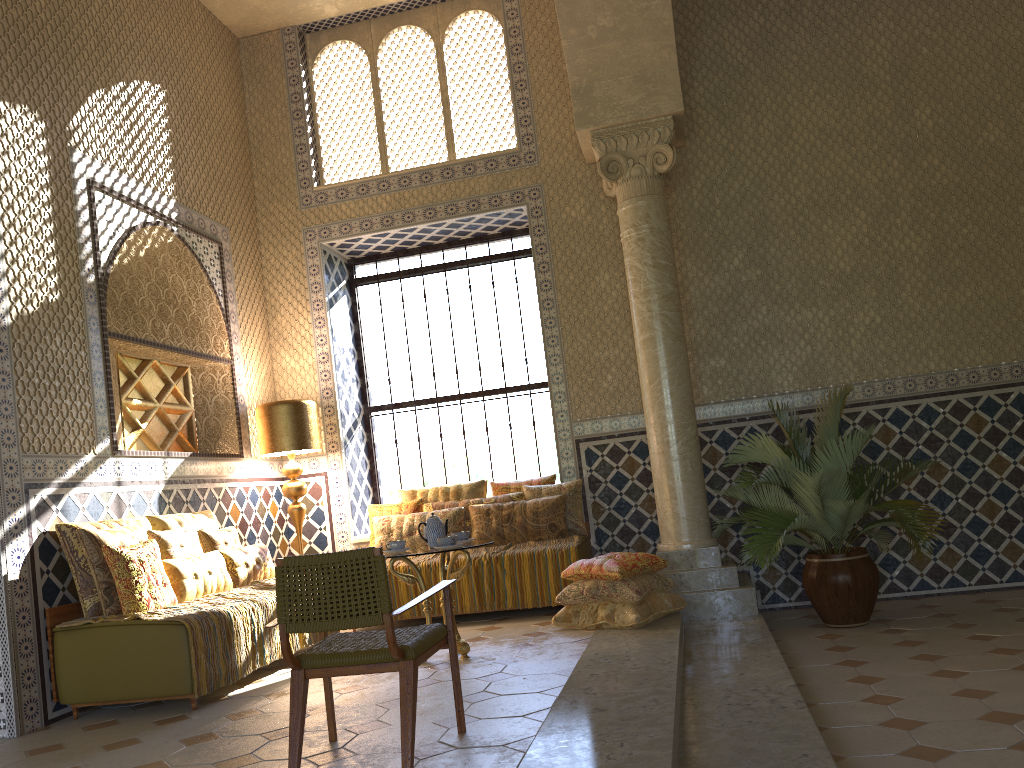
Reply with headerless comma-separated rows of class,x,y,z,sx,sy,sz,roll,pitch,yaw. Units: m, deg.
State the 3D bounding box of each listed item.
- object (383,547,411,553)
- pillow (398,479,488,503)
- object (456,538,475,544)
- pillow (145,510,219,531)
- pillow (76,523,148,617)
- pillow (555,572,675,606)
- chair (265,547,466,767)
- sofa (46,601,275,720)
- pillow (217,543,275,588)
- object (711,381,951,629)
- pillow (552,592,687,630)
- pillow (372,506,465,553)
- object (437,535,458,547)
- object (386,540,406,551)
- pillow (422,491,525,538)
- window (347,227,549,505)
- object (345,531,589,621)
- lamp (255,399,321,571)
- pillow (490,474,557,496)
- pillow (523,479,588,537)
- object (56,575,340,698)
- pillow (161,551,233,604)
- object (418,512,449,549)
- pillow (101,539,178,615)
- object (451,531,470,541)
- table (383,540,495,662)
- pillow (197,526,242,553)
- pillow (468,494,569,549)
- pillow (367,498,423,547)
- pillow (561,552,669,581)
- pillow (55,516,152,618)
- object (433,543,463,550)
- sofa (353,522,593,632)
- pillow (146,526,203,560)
object,-1.049,1.519,8.066,0.255,0.032,0.257,-6,-7,-10
pillow,-0.865,1.668,11.094,1.194,0.829,0.423,-8,-4,11
object,-0.475,1.479,8.313,0.255,0.032,0.257,-6,-7,-10
pillow,-3.264,1.716,9.072,0.423,0.829,1.196,-8,-6,11
pillow,-3.342,1.597,7.640,0.384,0.777,0.836,-8,-5,11
pillow,1.033,2.053,8.842,0.935,0.346,0.881,-11,-7,31
chair,-0.857,1.542,5.140,0.952,1.205,0.909,-8,-5,11
sofa,-2.812,2.317,8.367,1.275,0.933,2.859,-8,-7,11
pillow,-2.729,1.894,9.136,0.271,0.449,0.986,-8,-6,11
object,3.398,1.234,9.162,2.641,2.493,2.174,-7,-5,-2
pillow,1.078,2.250,8.835,0.996,0.367,1.042,-11,-8,36
pillow,-1.129,1.813,10.673,1.193,0.544,0.330,-8,-5,11
object,-0.557,1.376,7.684,0.183,0.100,0.184,-8,-6,7
object,-1.053,1.481,8.068,0.183,0.100,0.184,-6,-6,-8
pillow,-0.463,1.688,10.768,1.343,0.613,0.371,-8,-5,11
window,-3.564,0.358,12.570,8.491,3.976,0.576,-8,-4,7
object,-0.549,2.283,10.447,2.890,0.715,1.318,-8,-6,11
lamp,-2.627,1.625,10.852,0.735,2.803,0.741,-5,-4,-20
pillow,0.158,1.557,10.952,0.857,0.798,0.394,-8,-4,11
pillow,0.509,1.521,10.600,0.742,0.691,0.341,-8,-4,11
object,-2.755,2.299,8.344,1.316,0.715,2.896,-8,-7,11
pillow,-2.913,1.807,8.218,0.271,0.449,0.986,-8,-6,11
object,-0.708,1.328,8.045,0.273,0.322,0.200,-7,-4,0
pillow,-3.104,1.641,7.444,0.345,0.649,0.687,-8,-5,10
object,-0.480,1.442,8.315,0.183,0.100,0.184,-7,-6,0
table,-0.642,1.967,7.965,1.106,0.977,1.100,-11,-7,40
pillow,-2.956,1.794,9.137,0.314,0.635,0.683,-8,-5,11
pillow,0.064,1.642,10.440,1.193,0.544,0.330,-8,-5,11
pillow,-1.445,1.801,10.981,0.742,0.691,0.341,-8,-4,11
pillow,1.023,1.844,8.844,0.747,0.309,0.808,-1,-9,-45
pillow,-3.499,1.605,7.900,0.423,0.829,1.196,-8,-6,11
object,-0.553,1.413,7.681,0.256,0.032,0.257,-8,-7,7
sofa,-0.496,2.292,10.500,2.853,0.934,1.277,-8,-6,11
pillow,-3.117,1.690,8.352,0.341,0.690,0.743,-8,-5,11
